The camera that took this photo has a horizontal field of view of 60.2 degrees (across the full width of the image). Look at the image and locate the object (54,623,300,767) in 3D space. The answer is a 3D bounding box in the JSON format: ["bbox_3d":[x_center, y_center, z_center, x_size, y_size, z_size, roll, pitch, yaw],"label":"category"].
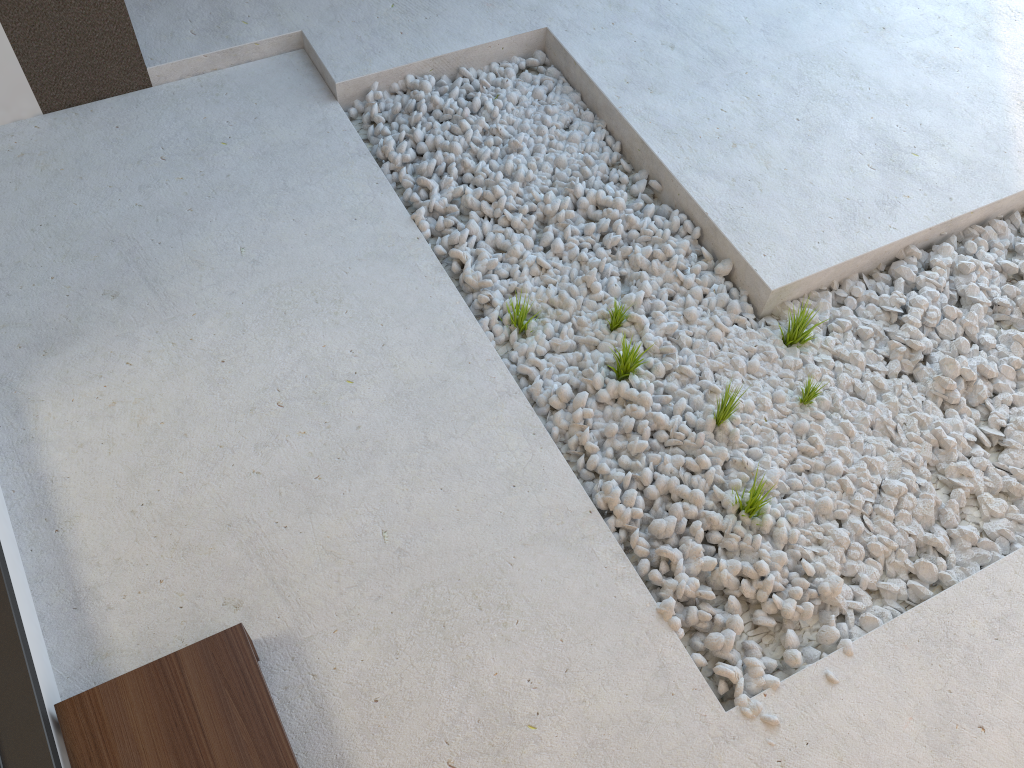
[{"bbox_3d":[-0.510,0.805,1.533,0.346,0.105,0.681,-23,63,-17],"label":"object"}]
